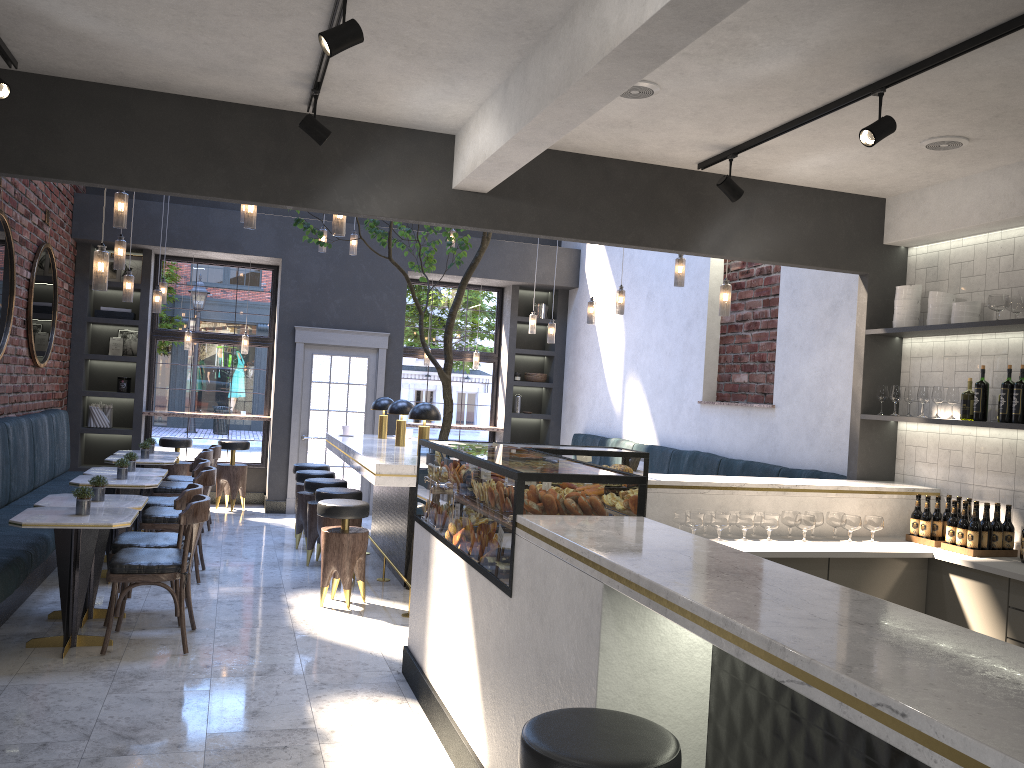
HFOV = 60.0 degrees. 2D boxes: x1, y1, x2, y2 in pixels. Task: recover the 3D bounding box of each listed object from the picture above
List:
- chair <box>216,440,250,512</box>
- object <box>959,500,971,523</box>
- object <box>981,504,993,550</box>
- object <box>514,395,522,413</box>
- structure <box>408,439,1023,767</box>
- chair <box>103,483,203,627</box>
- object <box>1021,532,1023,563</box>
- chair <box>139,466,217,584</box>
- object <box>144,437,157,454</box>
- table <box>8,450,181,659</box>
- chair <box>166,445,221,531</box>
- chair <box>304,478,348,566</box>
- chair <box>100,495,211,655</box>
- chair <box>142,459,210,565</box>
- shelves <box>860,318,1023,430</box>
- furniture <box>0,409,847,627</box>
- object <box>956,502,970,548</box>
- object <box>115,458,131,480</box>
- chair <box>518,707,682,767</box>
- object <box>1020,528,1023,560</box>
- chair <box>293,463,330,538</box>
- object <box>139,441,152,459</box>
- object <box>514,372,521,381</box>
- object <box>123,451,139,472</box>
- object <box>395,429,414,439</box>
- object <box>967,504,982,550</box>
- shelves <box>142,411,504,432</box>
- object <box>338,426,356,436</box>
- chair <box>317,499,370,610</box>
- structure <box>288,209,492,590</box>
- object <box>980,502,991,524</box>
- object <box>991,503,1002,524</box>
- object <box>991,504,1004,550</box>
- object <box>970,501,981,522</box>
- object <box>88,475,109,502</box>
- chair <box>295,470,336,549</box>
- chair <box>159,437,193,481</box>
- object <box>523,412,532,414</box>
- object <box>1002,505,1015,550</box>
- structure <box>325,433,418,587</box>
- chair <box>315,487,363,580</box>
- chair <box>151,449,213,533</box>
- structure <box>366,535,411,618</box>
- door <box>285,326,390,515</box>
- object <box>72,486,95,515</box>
[{"bbox_3d":[-3.334,1.084,10.558,0.370,0.821,0.372,3,0,35],"label":"chair"},{"bbox_3d":[2.542,0.795,4.982,0.070,0.279,0.069,3,0,-15],"label":"object"},{"bbox_3d":[2.586,0.796,4.839,0.070,0.279,0.069,3,0,-15],"label":"object"},{"bbox_3d":[0.076,0.266,11.831,0.098,0.248,0.098,3,0,22],"label":"object"},{"bbox_3d":[1.835,1.072,2.618,3.206,1.300,5.805,4,-1,-17],"label":"structure"},{"bbox_3d":[-2.297,1.081,5.732,0.521,0.851,0.538,3,0,-16],"label":"chair"},{"bbox_3d":[2.720,0.804,4.659,0.070,0.279,0.069,3,0,-10],"label":"object"},{"bbox_3d":[-2.597,1.075,6.897,0.521,0.851,0.538,3,0,-16],"label":"chair"},{"bbox_3d":[-3.680,0.626,9.033,0.118,0.165,0.122,4,0,-40],"label":"object"},{"bbox_3d":[-1.210,1.216,7.644,4.600,0.751,4.829,4,-1,-17],"label":"table"},{"bbox_3d":[-3.297,1.055,9.150,0.521,0.851,0.497,3,0,-18],"label":"chair"},{"bbox_3d":[-1.631,1.199,7.687,0.372,0.737,0.370,3,0,26],"label":"chair"},{"bbox_3d":[-2.067,1.089,5.198,0.521,0.851,0.538,3,0,-16],"label":"chair"},{"bbox_3d":[-2.845,1.066,7.481,0.521,0.851,0.538,3,0,-24],"label":"chair"},{"bbox_3d":[2.963,-0.039,4.099,0.300,0.580,3.600,3,-1,-17],"label":"shelves"},{"bbox_3d":[-1.210,1.016,7.686,6.022,1.151,5.340,4,-1,-17],"label":"furniture"},{"bbox_3d":[2.492,0.791,4.889,0.070,0.279,0.069,3,0,-40],"label":"object"},{"bbox_3d":[-2.978,0.645,6.779,0.118,0.165,0.122,4,0,-40],"label":"object"},{"bbox_3d":[0.178,1.209,2.031,0.370,0.821,0.372,3,0,35],"label":"chair"},{"bbox_3d":[2.769,0.808,4.752,0.070,0.279,0.069,3,0,15],"label":"object"},{"bbox_3d":[-2.057,1.187,9.023,0.372,0.737,0.370,3,0,26],"label":"chair"},{"bbox_3d":[-3.507,0.630,8.477,0.118,0.165,0.122,4,0,-40],"label":"object"},{"bbox_3d":[0.062,-0.098,11.868,0.116,0.119,0.117,4,0,-41],"label":"object"},{"bbox_3d":[-3.151,0.640,7.334,0.118,0.165,0.122,4,0,-40],"label":"object"},{"bbox_3d":[-1.113,0.513,9.230,0.176,0.097,0.301,4,-1,-26],"label":"object"},{"bbox_3d":[2.515,0.792,4.816,0.070,0.279,0.069,3,0,-30],"label":"object"},{"bbox_3d":[-2.263,0.472,11.164,4.403,0.043,0.384,4,-1,-17],"label":"shelves"},{"bbox_3d":[-1.680,0.477,9.020,0.176,0.098,0.204,3,0,-12],"label":"object"},{"bbox_3d":[-1.223,1.210,6.344,0.372,0.737,0.370,3,0,26],"label":"chair"},{"bbox_3d":[-0.538,-1.371,6.901,3.743,5.988,2.807,3,0,26],"label":"structure"},{"bbox_3d":[2.635,0.800,4.933,0.070,0.279,0.069,3,0,-10],"label":"object"},{"bbox_3d":[2.706,0.805,4.956,0.070,0.279,0.069,3,0,-40],"label":"object"},{"bbox_3d":[2.656,0.801,4.863,0.069,0.279,0.070,3,0,35],"label":"object"},{"bbox_3d":[2.613,0.799,5.003,0.070,0.279,0.069,3,0,-40],"label":"object"},{"bbox_3d":[-2.610,0.655,5.595,0.118,0.165,0.122,4,0,-40],"label":"object"},{"bbox_3d":[-1.865,1.191,8.339,0.370,0.737,0.372,3,0,-27],"label":"chair"},{"bbox_3d":[-3.957,1.046,10.388,0.371,0.821,0.370,3,0,35],"label":"chair"},{"bbox_3d":[0.207,0.385,11.846,0.130,0.026,0.130,4,-1,-34],"label":"object"},{"bbox_3d":[2.729,0.805,4.884,0.069,0.279,0.070,3,0,5],"label":"object"},{"bbox_3d":[-1.000,1.080,7.823,0.990,1.050,3.489,3,-1,-17],"label":"structure"},{"bbox_3d":[-1.390,1.207,7.029,0.372,0.737,0.370,3,0,10],"label":"chair"},{"bbox_3d":[-3.189,1.056,8.577,0.521,0.851,0.538,3,0,-16],"label":"chair"},{"bbox_3d":[-1.026,1.499,7.822,0.496,0.210,3.498,4,-1,-17],"label":"structure"},{"bbox_3d":[-2.104,0.457,10.658,1.132,2.219,0.152,3,0,-17],"label":"door"},{"bbox_3d":[-2.437,0.660,5.040,0.118,0.165,0.122,4,0,-40],"label":"object"}]
